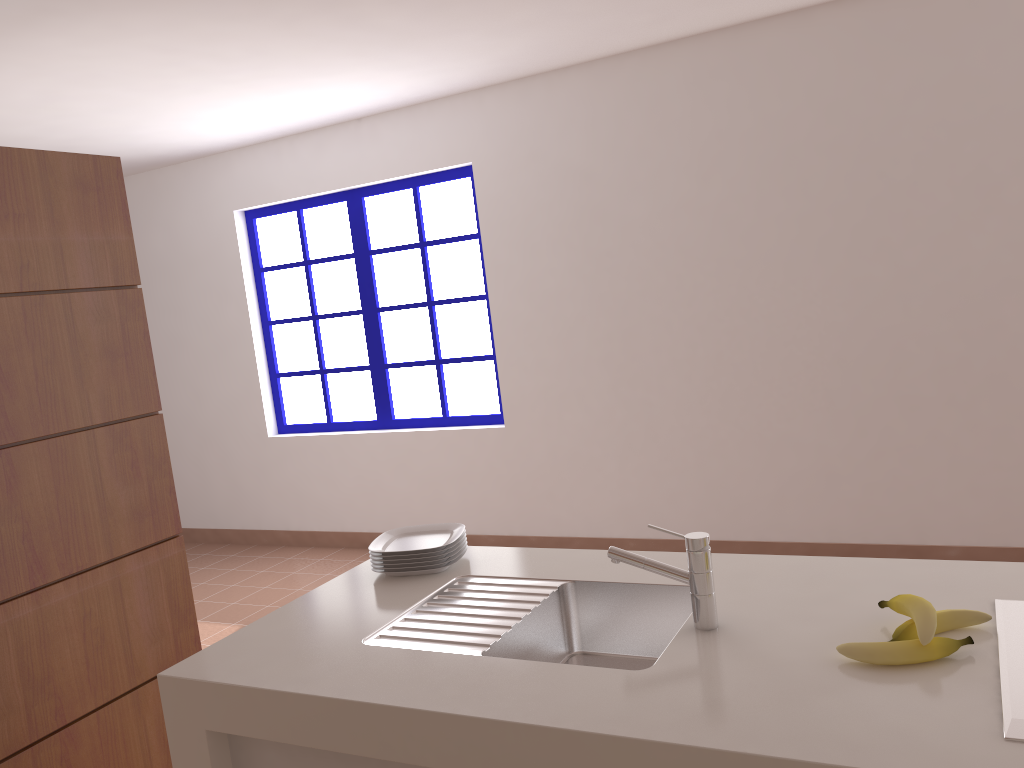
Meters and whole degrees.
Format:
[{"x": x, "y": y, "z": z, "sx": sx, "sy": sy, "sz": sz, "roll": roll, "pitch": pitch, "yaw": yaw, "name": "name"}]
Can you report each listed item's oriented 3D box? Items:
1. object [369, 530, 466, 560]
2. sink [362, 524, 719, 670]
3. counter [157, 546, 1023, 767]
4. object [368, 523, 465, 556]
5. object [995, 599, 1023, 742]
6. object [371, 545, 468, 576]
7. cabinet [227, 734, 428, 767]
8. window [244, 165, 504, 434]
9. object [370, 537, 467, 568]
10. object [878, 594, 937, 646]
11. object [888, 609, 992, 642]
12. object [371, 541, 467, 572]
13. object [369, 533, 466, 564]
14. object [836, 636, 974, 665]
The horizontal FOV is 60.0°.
[{"x": -0.231, "y": 0.399, "z": 2.203, "sx": 0.228, "sy": 0.020, "sz": 0.228, "roll": -6, "pitch": 6, "yaw": 10, "name": "object"}, {"x": 0.078, "y": 0.455, "z": 1.763, "sx": 0.668, "sy": 0.368, "sz": 0.404, "roll": -4, "pitch": 7, "yaw": 28, "name": "sink"}, {"x": 0.500, "y": 0.829, "z": 1.611, "sx": 2.156, "sy": 0.800, "sz": 0.821, "roll": -4, "pitch": 7, "yaw": 28, "name": "counter"}, {"x": -0.233, "y": 0.389, "z": 2.202, "sx": 0.228, "sy": 0.020, "sz": 0.228, "roll": -6, "pitch": 6, "yaw": 10, "name": "object"}, {"x": 0.988, "y": 0.402, "z": 1.229, "sx": 0.551, "sy": 0.006, "sz": 0.493, "roll": -4, "pitch": 7, "yaw": 28, "name": "object"}, {"x": -0.227, "y": 0.440, "z": 2.208, "sx": 0.228, "sy": 0.020, "sz": 0.228, "roll": -6, "pitch": 6, "yaw": 10, "name": "object"}, {"x": 0.558, "y": 0.875, "z": 1.594, "sx": 2.048, "sy": 0.700, "sz": 0.737, "roll": -4, "pitch": 7, "yaw": 28, "name": "cabinet"}, {"x": -0.839, "y": -0.434, "z": 5.271, "sx": 1.699, "sy": 1.430, "sz": 0.035, "roll": -4, "pitch": 7, "yaw": 28, "name": "window"}, {"x": -0.229, "y": 0.420, "z": 2.206, "sx": 0.228, "sy": 0.020, "sz": 0.228, "roll": -6, "pitch": 6, "yaw": 10, "name": "object"}, {"x": 0.657, "y": 0.376, "z": 1.456, "sx": 0.047, "sy": 0.055, "sz": 0.207, "roll": -7, "pitch": 6, "yaw": 5, "name": "object"}, {"x": 0.690, "y": 0.399, "z": 1.465, "sx": 0.207, "sy": 0.033, "sz": 0.060, "roll": -9, "pitch": 6, "yaw": -17, "name": "object"}, {"x": -0.228, "y": 0.430, "z": 2.207, "sx": 0.228, "sy": 0.020, "sz": 0.228, "roll": -6, "pitch": 6, "yaw": 10, "name": "object"}, {"x": -0.230, "y": 0.410, "z": 2.205, "sx": 0.228, "sy": 0.020, "sz": 0.228, "roll": -6, "pitch": 6, "yaw": 10, "name": "object"}, {"x": 0.619, "y": 0.416, "z": 1.386, "sx": 0.207, "sy": 0.033, "sz": 0.060, "roll": -6, "pitch": 6, "yaw": 8, "name": "object"}]
